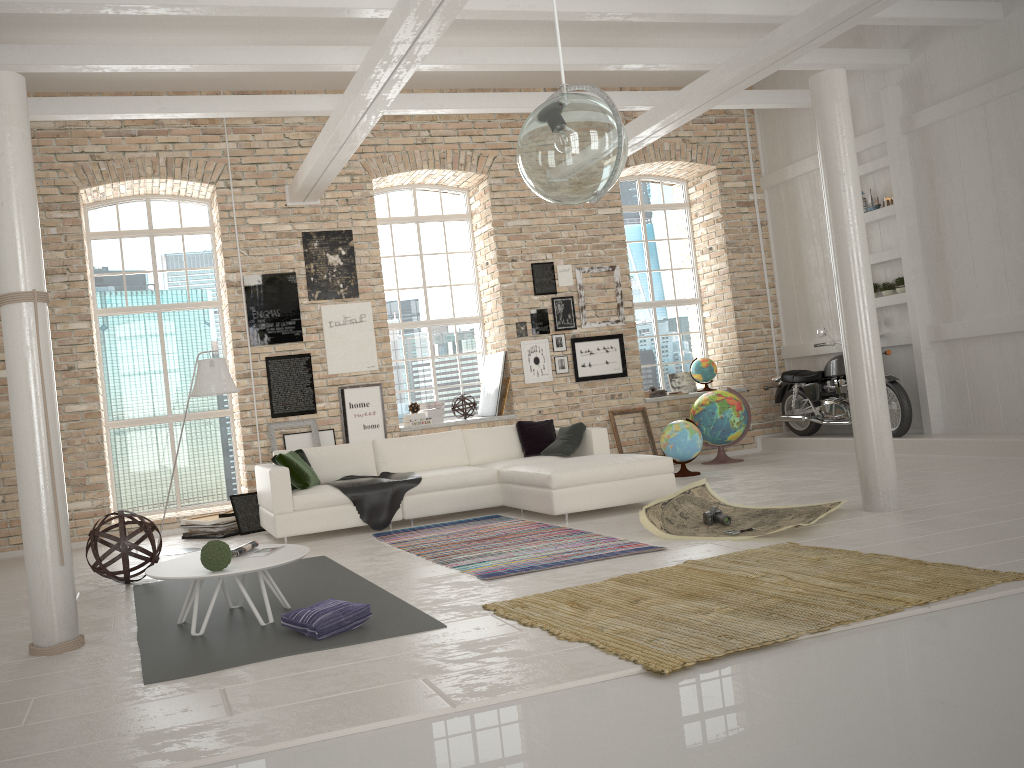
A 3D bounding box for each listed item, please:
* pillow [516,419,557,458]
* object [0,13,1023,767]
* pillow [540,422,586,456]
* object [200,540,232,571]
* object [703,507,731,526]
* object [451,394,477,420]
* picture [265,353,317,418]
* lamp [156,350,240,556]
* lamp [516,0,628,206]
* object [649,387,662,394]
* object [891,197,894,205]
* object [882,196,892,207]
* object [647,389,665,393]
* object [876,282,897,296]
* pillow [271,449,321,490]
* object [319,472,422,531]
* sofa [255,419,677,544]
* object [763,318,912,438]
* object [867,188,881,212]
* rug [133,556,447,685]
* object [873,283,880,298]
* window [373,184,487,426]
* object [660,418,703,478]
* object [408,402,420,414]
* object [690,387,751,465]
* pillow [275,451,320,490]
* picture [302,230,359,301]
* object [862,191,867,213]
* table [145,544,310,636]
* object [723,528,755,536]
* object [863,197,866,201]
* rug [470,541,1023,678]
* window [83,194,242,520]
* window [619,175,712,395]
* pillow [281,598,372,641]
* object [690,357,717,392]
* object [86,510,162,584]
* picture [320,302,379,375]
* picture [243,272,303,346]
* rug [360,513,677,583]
[{"bbox_3d":[0.272,0.553,9.117,0.411,0.390,0.251,-6,-1,-18],"label":"pillow"},{"bbox_3d":[0.771,-1.318,5.590,9.744,4.800,12.326,-6,-1,-20],"label":"object"},{"bbox_3d":[0.504,0.542,8.737,0.322,0.305,0.439,-6,-1,-30],"label":"pillow"},{"bbox_3d":[-1.541,0.895,4.646,0.150,0.164,0.175,-5,-2,-43],"label":"object"},{"bbox_3d":[1.466,0.942,6.347,0.143,0.124,0.176,-6,-1,-20],"label":"object"},{"bbox_3d":[-0.569,0.270,10.574,0.289,0.308,0.323,-6,-1,-29],"label":"object"},{"bbox_3d":[-2.455,0.017,9.900,0.492,0.681,0.067,-6,-2,-16],"label":"picture"},{"bbox_3d":[-2.878,0.610,8.061,1.040,1.776,0.433,-7,-2,16],"label":"lamp"},{"bbox_3d":[0.214,-1.595,4.106,0.498,1.600,0.506,-6,-2,-5],"label":"lamp"},{"bbox_3d":[1.840,0.070,11.411,0.099,0.090,0.455,-7,-1,20],"label":"object"},{"bbox_3d":[4.183,-1.994,9.703,0.113,0.088,0.101,-7,-1,22],"label":"object"},{"bbox_3d":[4.137,-2.004,9.813,0.106,0.120,0.108,-6,-1,-2],"label":"object"},{"bbox_3d":[1.816,0.091,11.384,0.205,0.021,0.165,-6,-1,-19],"label":"object"},{"bbox_3d":[4.174,-1.057,9.911,0.219,0.158,0.235,-6,-1,-28],"label":"object"},{"bbox_3d":[-2.032,0.806,8.383,0.331,0.365,0.388,-7,-1,26],"label":"pillow"},{"bbox_3d":[-1.311,1.083,8.251,0.858,0.464,0.808,-6,-1,-21],"label":"object"},{"bbox_3d":[-0.552,0.868,8.106,3.157,0.842,2.254,-6,-1,-18],"label":"sofa"},{"bbox_3d":[3.742,-0.037,10.353,0.774,1.329,2.275,-6,-1,-27],"label":"object"},{"bbox_3d":[4.031,-2.064,9.952,0.063,0.261,0.236,-6,-1,-9],"label":"object"},{"bbox_3d":[-1.534,1.323,5.395,1.377,0.042,2.831,-6,-1,-23],"label":"rug"},{"bbox_3d":[4.061,-1.053,10.128,0.245,0.180,0.236,-7,-1,41],"label":"object"},{"bbox_3d":[1.182,-1.318,5.677,1.371,2.989,11.902,-6,-1,-23],"label":"window"},{"bbox_3d":[1.858,0.695,9.739,0.469,0.631,0.426,-7,-1,21],"label":"object"},{"bbox_3d":[-1.147,0.281,10.463,0.145,0.137,0.140,-7,-1,8],"label":"object"},{"bbox_3d":[2.491,0.511,10.696,0.611,0.924,0.699,-5,-2,-44],"label":"object"},{"bbox_3d":[-1.949,0.778,8.106,0.310,0.344,0.410,-6,-1,4],"label":"pillow"},{"bbox_3d":[-2.057,-1.346,10.100,0.567,0.784,0.038,-6,-2,-16],"label":"picture"},{"bbox_3d":[3.994,-2.061,10.121,0.071,0.267,0.064,-7,-2,24],"label":"object"},{"bbox_3d":[-1.568,1.151,4.986,0.904,0.342,0.918,-6,-1,-5],"label":"table"},{"bbox_3d":[1.529,0.980,5.937,0.217,0.019,0.101,-6,-1,-22],"label":"object"},{"bbox_3d":[3.965,-2.037,10.255,0.067,0.229,0.247,-5,-1,-31],"label":"object"},{"bbox_3d":[1.112,1.017,4.386,2.094,0.021,1.612,-6,-1,-25],"label":"rug"},{"bbox_3d":[-1.744,-0.671,4.794,1.371,3.656,11.902,-6,-1,-23],"label":"window"},{"bbox_3d":[4.117,-1.631,6.543,1.371,2.989,11.902,-6,-1,-23],"label":"window"},{"bbox_3d":[-0.940,1.194,4.512,0.330,0.164,0.378,-5,-1,-44],"label":"pillow"},{"bbox_3d":[2.515,-0.127,11.650,0.320,0.465,0.339,-6,-1,-14],"label":"object"},{"bbox_3d":[-2.879,1.211,6.623,0.502,0.543,0.581,-5,-2,-44],"label":"object"},{"bbox_3d":[-1.838,-0.521,10.091,0.568,0.785,0.038,-6,-2,-16],"label":"picture"},{"bbox_3d":[-2.646,-0.834,9.884,0.569,0.785,0.038,-6,-2,-16],"label":"picture"},{"bbox_3d":[-0.132,1.188,6.715,1.348,0.008,2.796,-6,-1,-23],"label":"rug"}]
